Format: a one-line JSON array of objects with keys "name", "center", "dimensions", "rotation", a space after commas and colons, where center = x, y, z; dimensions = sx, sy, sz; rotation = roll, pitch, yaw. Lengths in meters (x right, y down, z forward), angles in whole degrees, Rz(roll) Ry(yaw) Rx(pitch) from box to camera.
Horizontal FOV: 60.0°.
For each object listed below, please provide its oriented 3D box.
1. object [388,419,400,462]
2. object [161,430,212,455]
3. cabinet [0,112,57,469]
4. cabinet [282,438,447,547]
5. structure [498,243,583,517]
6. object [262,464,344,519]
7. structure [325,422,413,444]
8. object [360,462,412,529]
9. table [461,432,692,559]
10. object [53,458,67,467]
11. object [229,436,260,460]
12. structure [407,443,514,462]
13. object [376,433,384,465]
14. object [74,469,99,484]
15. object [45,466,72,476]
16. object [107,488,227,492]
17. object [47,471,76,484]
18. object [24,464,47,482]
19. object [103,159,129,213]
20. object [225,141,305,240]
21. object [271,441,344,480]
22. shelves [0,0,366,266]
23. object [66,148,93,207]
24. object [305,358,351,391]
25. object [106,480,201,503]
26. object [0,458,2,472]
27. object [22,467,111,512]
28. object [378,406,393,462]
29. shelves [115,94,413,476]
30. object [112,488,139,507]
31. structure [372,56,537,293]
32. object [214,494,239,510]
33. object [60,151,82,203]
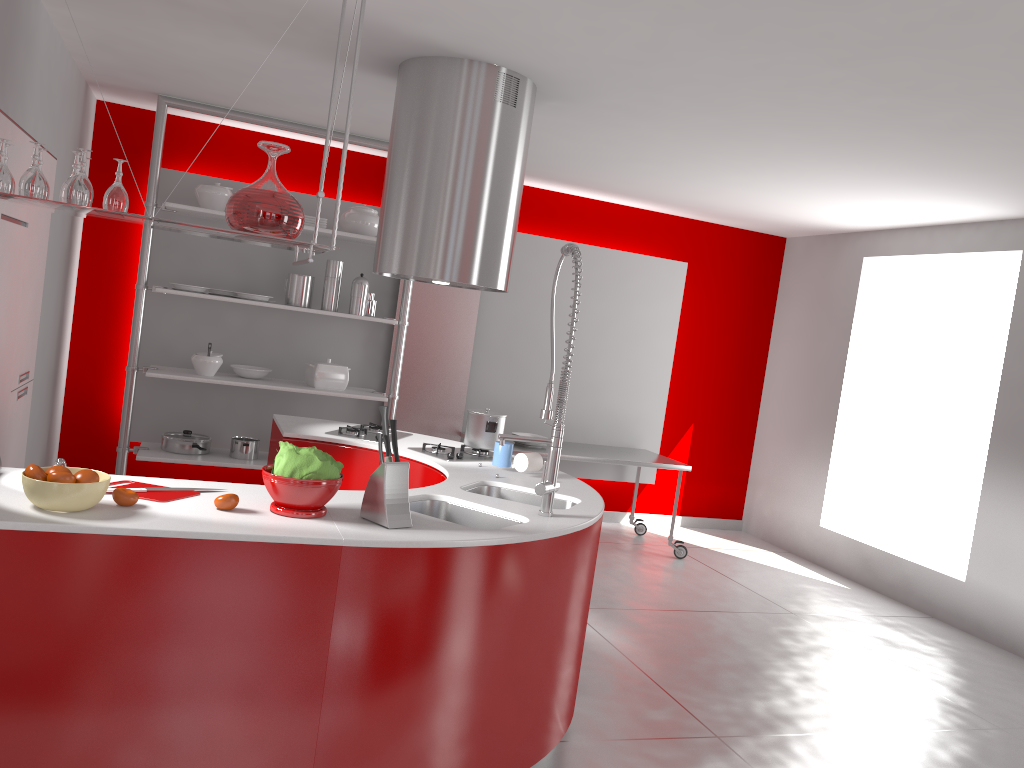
[{"name": "object", "center": [-0.337, 0.248, 2.580], "dimensions": [0.130, 0.279, 0.012], "rotation": [11, 5, 41]}, {"name": "object", "center": [-2.092, 0.370, 5.679], "dimensions": [0.308, 0.130, 0.407], "rotation": [7, 4, -12]}, {"name": "cabinet", "center": [-2.421, -0.082, 3.494], "dimensions": [0.614, 2.026, 2.398], "rotation": [7, 4, -20]}, {"name": "cabinet", "center": [-0.959, 0.693, 3.123], "dimensions": [1.025, 0.761, 1.875], "rotation": [10, 4, 25]}, {"name": "structure", "center": [0.121, -0.024, 2.979], "dimensions": [0.178, 0.920, 0.308], "rotation": [10, 4, 24]}, {"name": "object", "center": [-0.603, 0.308, 2.531], "dimensions": [0.228, 0.118, 0.229], "rotation": [11, 5, 41]}, {"name": "structure", "center": [-0.685, 0.227, 4.313], "dimensions": [0.303, 0.037, 0.457], "rotation": [9, 4, 10]}, {"name": "object", "center": [-0.351, 0.309, 2.550], "dimensions": [0.137, 0.178, 0.091], "rotation": [11, 5, 43]}, {"name": "table", "center": [0.442, 0.814, 6.506], "dimensions": [1.627, 0.682, 0.749], "rotation": [7, 4, -19]}, {"name": "object", "center": [-1.276, 0.241, 2.501], "dimensions": [0.043, 0.066, 0.042], "rotation": [8, 4, -7]}, {"name": "object", "center": [-1.740, 0.418, 5.775], "dimensions": [0.196, 0.122, 0.182], "rotation": [10, 4, 28]}, {"name": "structure", "center": [-0.214, 0.308, 4.074], "dimensions": [0.457, 0.037, 0.303], "rotation": [5, 5, -45]}, {"name": "object", "center": [-0.373, 0.243, 2.540], "dimensions": [0.091, 0.197, 0.009], "rotation": [11, 5, 41]}, {"name": "object", "center": [-1.091, 0.243, 2.269], "dimensions": [0.066, 0.049, 0.062], "rotation": [7, 4, -12]}, {"name": "object", "center": [-1.157, 0.234, 2.265], "dimensions": [0.066, 0.049, 0.062], "rotation": [7, 4, -23]}, {"name": "object", "center": [-0.997, 0.301, 2.550], "dimensions": [0.375, 0.008, 0.041], "rotation": [5, 5, -43]}, {"name": "object", "center": [-1.125, 0.241, 2.213], "dimensions": [0.065, 0.052, 0.062], "rotation": [6, 4, -35]}, {"name": "object", "center": [-1.184, 0.229, 2.210], "dimensions": [0.055, 0.058, 0.066], "rotation": [6, 4, -34]}, {"name": "object", "center": [-1.013, -0.504, 2.278], "dimensions": [0.060, 0.141, 0.060], "rotation": [7, 4, -20]}, {"name": "object", "center": [-0.675, -0.531, 2.459], "dimensions": [0.213, 0.266, 0.213], "rotation": [8, 4, 8]}, {"name": "object", "center": [-0.586, 0.256, 2.532], "dimensions": [0.198, 0.182, 0.193], "rotation": [7, 4, -14]}, {"name": "shelves", "center": [-0.894, -0.885, 2.323], "dimensions": [0.934, 1.023, 0.462], "rotation": [7, 4, -20]}, {"name": "object", "center": [-1.055, -0.503, 2.174], "dimensions": [0.060, 0.141, 0.060], "rotation": [5, 5, -43]}, {"name": "object", "center": [-1.234, -0.072, 5.914], "dimensions": [0.282, 0.197, 0.235], "rotation": [6, 4, -30]}, {"name": "object", "center": [-1.043, 0.304, 2.515], "dimensions": [0.266, 0.006, 0.168], "rotation": [8, 4, 7]}, {"name": "object", "center": [-1.502, 0.167, 2.255], "dimensions": [0.300, 0.170, 0.400], "rotation": [7, 4, -20]}, {"name": "object", "center": [-1.125, 0.271, 2.234], "dimensions": [0.201, 0.086, 0.201], "rotation": [7, 4, -19]}, {"name": "object", "center": [-0.359, 0.230, 2.565], "dimensions": [0.150, 0.322, 0.014], "rotation": [11, 5, 41]}, {"name": "shelves", "center": [-1.535, -0.389, 5.782], "dimensions": [1.735, 2.599, 0.535], "rotation": [7, 4, -20]}, {"name": "object", "center": [-1.018, 0.299, 2.337], "dimensions": [0.065, 0.047, 0.063], "rotation": [7, 4, -20]}, {"name": "structure", "center": [-0.270, -0.944, 4.151], "dimensions": [0.644, 0.958, 0.644], "rotation": [11, 4, 36]}, {"name": "object", "center": [-0.786, 0.323, 2.443], "dimensions": [0.064, 0.048, 0.063], "rotation": [5, 5, -42]}, {"name": "object", "center": [-1.105, -0.515, 2.243], "dimensions": [0.060, 0.141, 0.060], "rotation": [7, 4, -20]}]
